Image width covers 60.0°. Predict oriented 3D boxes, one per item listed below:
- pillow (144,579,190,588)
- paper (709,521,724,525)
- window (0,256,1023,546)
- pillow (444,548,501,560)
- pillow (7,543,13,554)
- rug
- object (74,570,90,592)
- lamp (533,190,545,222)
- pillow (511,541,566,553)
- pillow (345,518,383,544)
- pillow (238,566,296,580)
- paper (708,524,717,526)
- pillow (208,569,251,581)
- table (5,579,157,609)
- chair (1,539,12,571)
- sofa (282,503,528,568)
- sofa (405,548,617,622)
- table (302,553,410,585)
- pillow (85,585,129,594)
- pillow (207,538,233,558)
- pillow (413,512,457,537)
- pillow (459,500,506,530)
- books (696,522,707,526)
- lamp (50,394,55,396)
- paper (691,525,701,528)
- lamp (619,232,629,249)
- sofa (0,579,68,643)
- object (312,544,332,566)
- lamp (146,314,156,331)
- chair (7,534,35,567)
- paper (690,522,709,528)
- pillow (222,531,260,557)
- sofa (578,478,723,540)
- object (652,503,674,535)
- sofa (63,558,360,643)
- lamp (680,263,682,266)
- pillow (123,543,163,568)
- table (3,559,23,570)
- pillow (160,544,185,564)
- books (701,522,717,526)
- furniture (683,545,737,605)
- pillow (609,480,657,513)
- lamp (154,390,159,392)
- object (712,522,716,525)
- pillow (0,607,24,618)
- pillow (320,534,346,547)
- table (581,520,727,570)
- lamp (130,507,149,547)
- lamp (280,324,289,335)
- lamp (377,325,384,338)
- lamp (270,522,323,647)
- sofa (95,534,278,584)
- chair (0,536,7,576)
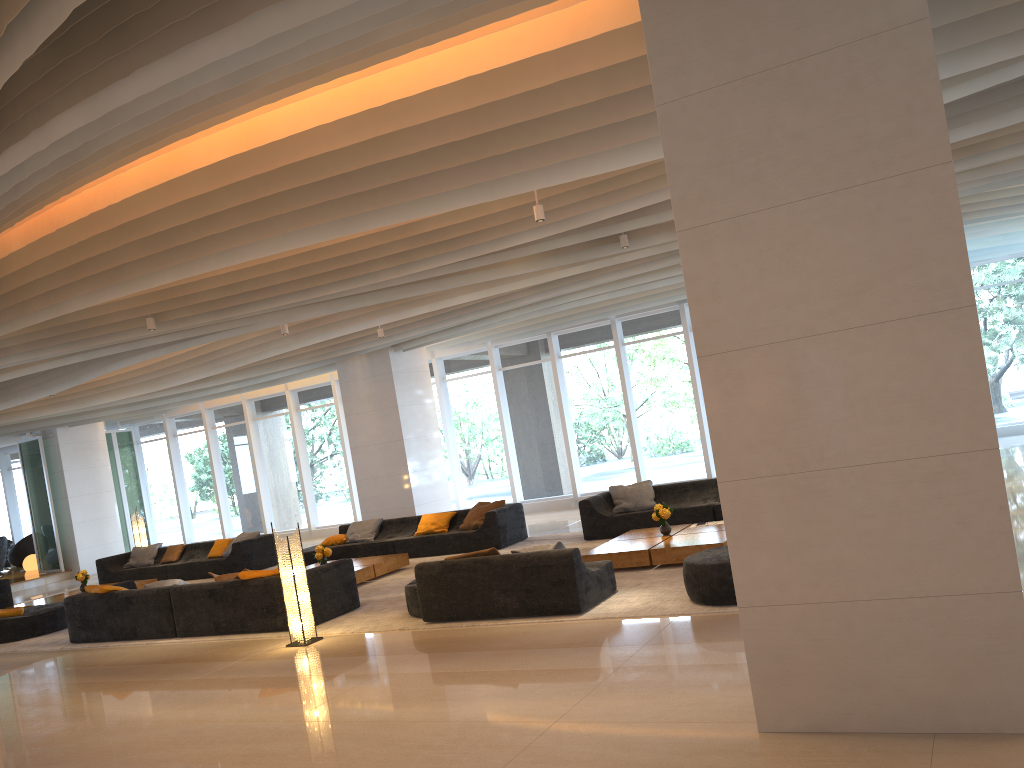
[{"bbox_3d":[-3.957,2.473,10.403,0.580,0.377,0.425,-11,-2,29],"label":"pillow"},{"bbox_3d":[2.402,1.628,10.393,0.185,0.001,0.258,-10,-3,14],"label":"paper"},{"bbox_3d":[-2.863,1.234,17.043,54.623,3.219,22.104,-9,-3,-8],"label":"window"},{"bbox_3d":[-0.272,1.727,8.402,0.598,0.392,0.402,-11,-2,30],"label":"pillow"},{"bbox_3d":[-14.549,4.711,25.434,0.510,0.408,0.458,-8,-2,-35],"label":"pillow"},{"bbox_3d":[-2.791,2.825,12.364,16.056,0.022,5.573,-11,-4,27],"label":"rug"},{"bbox_3d":[-7.118,3.256,14.710,0.239,0.377,0.263,-9,-1,-31],"label":"object"},{"bbox_3d":[0.132,-2.209,7.975,0.090,1.506,0.088,-10,0,-18],"label":"lamp"},{"bbox_3d":[0.333,1.610,8.213,0.558,0.345,0.462,-10,-2,26],"label":"pillow"},{"bbox_3d":[-2.462,2.464,14.627,0.658,0.416,0.466,-10,-2,27],"label":"pillow"},{"bbox_3d":[-2.540,2.133,9.586,0.637,0.377,0.549,-10,-2,5],"label":"pillow"},{"bbox_3d":[2.402,1.628,10.393,0.189,0.001,0.261,-10,-3,15],"label":"paper"},{"bbox_3d":[-3.061,2.260,9.938,0.595,0.409,0.449,-11,-2,29],"label":"pillow"},{"bbox_3d":[-7.007,3.530,14.521,1.585,0.220,1.618,-11,-3,27],"label":"table"},{"bbox_3d":[-14.728,4.818,25.129,1.122,1.005,1.537,-11,-2,40],"label":"chair"},{"bbox_3d":[-1.846,2.465,14.071,4.103,0.582,1.366,-11,-3,26],"label":"sofa"},{"bbox_3d":[-0.102,1.878,8.708,2.230,0.576,1.370,-11,-3,27],"label":"sofa"},{"bbox_3d":[-2.530,2.659,12.218,1.585,0.220,1.618,-11,-3,27],"label":"table"},{"bbox_3d":[-4.782,2.569,10.739,0.554,0.377,0.631,-8,-3,-41],"label":"pillow"},{"bbox_3d":[-5.332,2.994,16.177,0.403,0.312,0.325,-10,-2,29],"label":"pillow"},{"bbox_3d":[-1.227,2.242,13.995,0.631,0.394,0.455,-10,-2,26],"label":"pillow"},{"bbox_3d":[-0.461,2.019,13.687,0.554,0.377,0.631,-8,-3,-41],"label":"pillow"},{"bbox_3d":[2.229,1.651,10.453,0.111,0.011,0.183,-10,-3,18],"label":"books"},{"bbox_3d":[-7.660,-0.551,14.541,0.090,1.506,0.088,-10,0,-18],"label":"lamp"},{"bbox_3d":[2.205,1.664,10.454,0.195,0.001,0.265,-10,-3,19],"label":"paper"},{"bbox_3d":[1.143,-2.268,9.916,0.090,1.506,0.088,-10,0,-18],"label":"lamp"},{"bbox_3d":[-8.101,3.443,13.701,5.037,0.653,2.856,-11,-3,27],"label":"sofa"},{"bbox_3d":[-2.565,2.352,12.033,0.239,0.377,0.262,-9,-1,-41],"label":"object"},{"bbox_3d":[-4.252,-1.361,10.166,0.088,1.506,0.090,-9,0,18],"label":"lamp"},{"bbox_3d":[-12.960,4.473,24.205,1.124,1.005,1.535,-10,-2,30],"label":"chair"},{"bbox_3d":[2.210,1.663,10.455,0.184,0.001,0.259,-11,-3,19],"label":"paper"},{"bbox_3d":[-4.883,2.879,15.962,0.554,0.377,0.631,-8,-3,-41],"label":"pillow"},{"bbox_3d":[2.937,1.544,11.767,4.136,0.582,1.354,-11,-3,34],"label":"sofa"},{"bbox_3d":[1.724,1.535,10.114,0.234,0.377,0.268,-10,-1,29],"label":"object"},{"bbox_3d":[-3.566,2.536,10.285,3.739,0.582,0.952,-11,-3,27],"label":"sofa"},{"bbox_3d":[2.185,-2.330,11.879,0.090,1.506,0.088,-10,0,-18],"label":"lamp"},{"bbox_3d":[-7.125,3.315,17.115,0.637,0.377,0.549,-10,-2,5],"label":"pillow"},{"bbox_3d":[-13.737,4.979,24.722,0.809,0.318,1.093,-11,-3,34],"label":"table"},{"bbox_3d":[-6.397,3.201,16.725,0.404,0.312,0.325,-10,-2,25],"label":"pillow"},{"bbox_3d":[2.298,1.642,10.414,0.211,0.011,0.182,-10,-3,8],"label":"books"},{"bbox_3d":[1.936,1.580,7.455,0.972,0.364,0.995,-11,-3,37],"label":"furniture"},{"bbox_3d":[1.709,1.597,12.571,0.637,0.377,0.549,-10,-2,5],"label":"pillow"},{"bbox_3d":[-6.691,-0.608,16.384,0.090,1.506,0.088,-10,0,-18],"label":"lamp"},{"bbox_3d":[2.349,1.630,10.407,0.105,0.014,0.182,-10,-3,9],"label":"object"},{"bbox_3d":[-6.913,3.121,12.133,0.415,0.136,0.412,-8,-3,-29],"label":"pillow"},{"bbox_3d":[-2.956,2.609,14.764,0.450,0.192,0.585,-9,-3,-8],"label":"pillow"},{"bbox_3d":[1.824,1.813,9.978,1.585,0.220,1.618,-11,-3,27],"label":"table"},{"bbox_3d":[-7.588,3.216,18.148,0.248,1.451,0.252,-9,0,27],"label":"lamp"},{"bbox_3d":[-3.224,-1.420,12.134,0.089,1.506,0.089,-9,0,0],"label":"lamp"},{"bbox_3d":[-2.197,-1.481,14.083,0.088,1.506,0.090,-9,0,18],"label":"lamp"},{"bbox_3d":[-2.084,1.891,8.494,0.248,1.198,0.252,-9,0,27],"label":"lamp"},{"bbox_3d":[-6.036,3.290,16.419,3.739,0.582,0.952,-11,-3,27],"label":"sofa"},{"bbox_3d":[-13.445,4.458,22.506,1.136,1.005,1.519,-9,-2,0],"label":"chair"}]
